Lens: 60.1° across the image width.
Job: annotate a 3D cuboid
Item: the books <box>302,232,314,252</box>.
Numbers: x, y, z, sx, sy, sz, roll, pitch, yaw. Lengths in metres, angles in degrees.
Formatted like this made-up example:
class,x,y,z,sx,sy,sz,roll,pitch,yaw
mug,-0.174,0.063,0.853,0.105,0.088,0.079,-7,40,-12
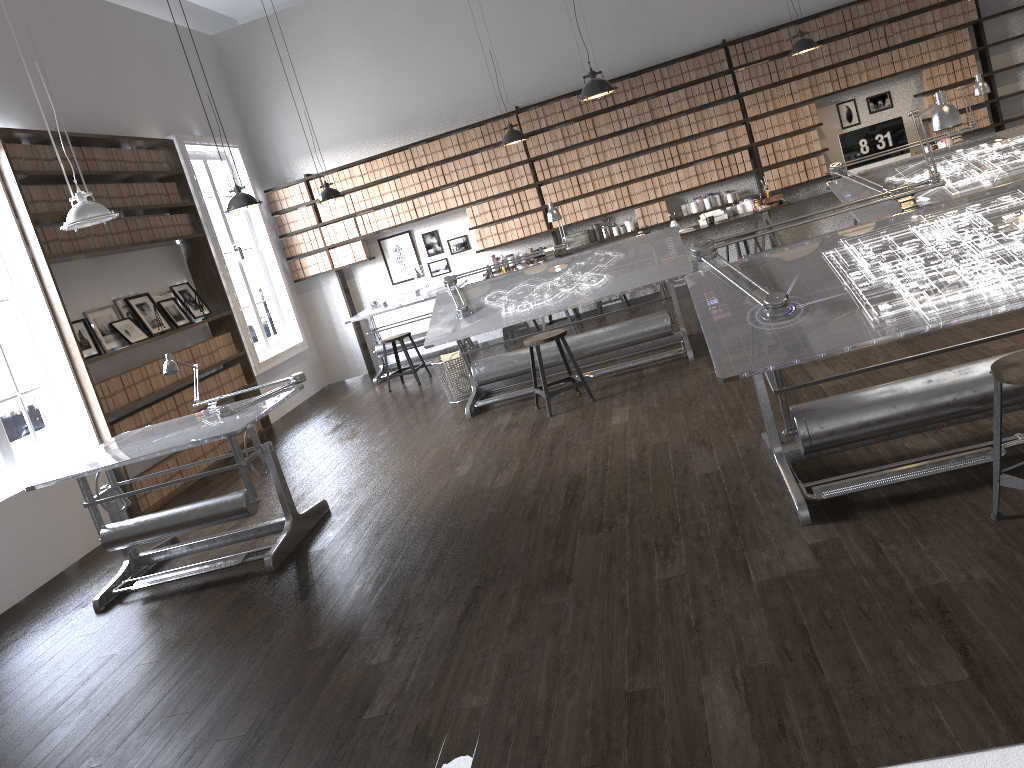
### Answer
class,x,y,z,sx,sy,sz,roll,pitch,yaw
books,-2.386,-1.686,10.465,0.066,0.224,0.176,-15,9,11

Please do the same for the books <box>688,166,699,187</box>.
class,x,y,z,sx,sy,sz,roll,pitch,yaw
books,1.999,-2.285,9.747,0.067,0.224,0.176,-15,9,11

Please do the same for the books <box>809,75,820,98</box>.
class,x,y,z,sx,sy,sz,roll,pitch,yaw
books,3.199,-3.159,9.424,0.066,0.224,0.176,-15,9,11

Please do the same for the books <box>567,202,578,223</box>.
class,x,y,z,sx,sy,sz,roll,pitch,yaw
books,0.683,-1.939,9.997,0.066,0.224,0.176,-15,9,11

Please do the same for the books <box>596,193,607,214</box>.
class,x,y,z,sx,sy,sz,roll,pitch,yaw
books,1.005,-2.024,9.938,0.066,0.224,0.176,-15,9,11

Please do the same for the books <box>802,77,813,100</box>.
class,x,y,z,sx,sy,sz,roll,pitch,yaw
books,3.134,-3.140,9.430,0.067,0.224,0.176,-15,9,11

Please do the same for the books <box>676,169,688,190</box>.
class,x,y,z,sx,sy,sz,roll,pitch,yaw
books,1.876,-2.253,9.773,0.066,0.224,0.176,-15,9,11

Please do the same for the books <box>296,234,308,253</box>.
class,x,y,z,sx,sy,sz,roll,pitch,yaw
books,-2.454,-1.667,10.473,0.066,0.224,0.176,-15,9,11

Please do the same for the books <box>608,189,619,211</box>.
class,x,y,z,sx,sy,sz,roll,pitch,yaw
books,1.139,-2.059,9.909,0.066,0.224,0.176,-15,9,11

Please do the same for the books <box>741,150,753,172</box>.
class,x,y,z,sx,sy,sz,roll,pitch,yaw
books,2.553,-2.432,9.647,0.066,0.224,0.176,-15,9,11

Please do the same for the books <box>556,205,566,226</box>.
class,x,y,z,sx,sy,sz,roll,pitch,yaw
books,0.550,-1.903,10.020,0.066,0.224,0.176,-15,9,11

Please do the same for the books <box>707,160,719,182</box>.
class,x,y,z,sx,sy,sz,roll,pitch,yaw
books,2.198,-2.338,9.711,0.066,0.224,0.176,-15,9,11

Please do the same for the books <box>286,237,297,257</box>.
class,x,y,z,sx,sy,sz,roll,pitch,yaw
books,-2.588,-1.633,10.502,0.066,0.224,0.176,-15,9,11

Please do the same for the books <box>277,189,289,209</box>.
class,x,y,z,sx,sy,sz,roll,pitch,yaw
books,-2.663,-2.172,10.407,0.066,0.224,0.176,-15,9,11

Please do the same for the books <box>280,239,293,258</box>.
class,x,y,z,sx,sy,sz,roll,pitch,yaw
books,-2.653,-1.615,10.508,0.067,0.224,0.176,-15,9,11

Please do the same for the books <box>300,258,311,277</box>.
class,x,y,z,sx,sy,sz,roll,pitch,yaw
books,-2.426,-1.394,10.526,0.066,0.224,0.176,-15,9,11

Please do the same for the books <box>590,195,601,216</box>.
class,x,y,z,sx,sy,sz,roll,pitch,yaw
books,0.940,-2.006,9.944,0.067,0.224,0.176,-15,9,11

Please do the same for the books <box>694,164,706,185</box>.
class,x,y,z,sx,sy,sz,roll,pitch,yaw
books,2.064,-2.303,9.740,0.066,0.224,0.176,-15,9,11

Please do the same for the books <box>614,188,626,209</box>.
class,x,y,z,sx,sy,sz,roll,pitch,yaw
books,1.207,-2.077,9.901,0.066,0.224,0.176,-15,9,11

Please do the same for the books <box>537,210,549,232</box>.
class,x,y,z,sx,sy,sz,roll,pitch,yaw
books,0.355,-1.851,10.054,0.067,0.224,0.176,-15,9,11

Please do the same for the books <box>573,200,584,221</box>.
class,x,y,z,sx,sy,sz,roll,pitch,yaw
books,0.749,-1.955,9.981,0.067,0.224,0.176,-15,9,11

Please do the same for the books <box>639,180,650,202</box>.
class,x,y,z,sx,sy,sz,roll,pitch,yaw
books,1.470,-2.145,9.845,0.067,0.224,0.176,-15,9,11

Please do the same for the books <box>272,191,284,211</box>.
class,x,y,z,sx,sy,sz,roll,pitch,yaw
books,-2.732,-2.154,10.416,0.066,0.224,0.176,-15,9,11

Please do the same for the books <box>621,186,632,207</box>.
class,x,y,z,sx,sy,sz,roll,pitch,yaw
books,1.278,-2.095,9.882,0.067,0.224,0.176,-15,9,11

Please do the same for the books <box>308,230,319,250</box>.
class,x,y,z,sx,sy,sz,roll,pitch,yaw
books,-2.315,-1.704,10.446,0.067,0.224,0.176,-15,9,11

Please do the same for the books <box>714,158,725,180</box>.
class,x,y,z,sx,sy,sz,roll,pitch,yaw
books,2.266,-2.357,9.703,0.066,0.224,0.176,-15,9,11

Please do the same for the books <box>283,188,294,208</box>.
class,x,y,z,sx,sy,sz,roll,pitch,yaw
books,-2.596,-2.191,10.398,0.066,0.224,0.176,-15,9,11

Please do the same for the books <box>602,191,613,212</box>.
class,x,y,z,sx,sy,sz,roll,pitch,yaw
books,1.073,-2.042,9.925,0.066,0.224,0.176,-15,9,11

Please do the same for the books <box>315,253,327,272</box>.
class,x,y,z,sx,sy,sz,roll,pitch,yaw
books,-2.236,-1.443,10.483,0.066,0.224,0.176,-15,9,11

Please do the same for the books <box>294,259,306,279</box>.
class,x,y,z,sx,sy,sz,roll,pitch,yaw
books,-2.497,-1.374,10.533,0.067,0.224,0.176,-15,9,11

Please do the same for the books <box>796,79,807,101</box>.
class,x,y,z,sx,sy,sz,roll,pitch,yaw
books,3.071,-3.125,9.446,0.066,0.224,0.176,-15,9,11

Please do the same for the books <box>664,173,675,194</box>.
class,x,y,z,sx,sy,sz,roll,pitch,yaw
books,1.741,-2.218,9.800,0.066,0.224,0.176,-15,9,11

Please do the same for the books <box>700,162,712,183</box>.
class,x,y,z,sx,sy,sz,roll,pitch,yaw
books,2.131,-2.321,9.728,0.066,0.224,0.176,-15,9,11

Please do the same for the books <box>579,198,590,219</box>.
class,x,y,z,sx,sy,sz,roll,pitch,yaw
books,0.818,-1.974,9.970,0.066,0.224,0.176,-15,9,11

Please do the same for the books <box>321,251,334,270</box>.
class,x,y,z,sx,sy,sz,roll,pitch,yaw
books,-2.167,-1.462,10.474,0.066,0.224,0.176,-15,9,11

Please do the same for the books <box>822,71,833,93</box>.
class,x,y,z,sx,sy,sz,roll,pitch,yaw
books,3.333,-3.193,9.394,0.066,0.224,0.176,-15,9,11

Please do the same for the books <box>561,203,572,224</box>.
class,x,y,z,sx,sy,sz,roll,pitch,yaw
books,0.617,-1.922,10.011,0.066,0.224,0.176,-15,9,11

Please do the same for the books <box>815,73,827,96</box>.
class,x,y,z,sx,sy,sz,roll,pitch,yaw
books,3.266,-3.176,9.411,0.066,0.224,0.176,-15,9,11

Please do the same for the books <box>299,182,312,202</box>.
class,x,y,z,sx,sy,sz,roll,pitch,yaw
books,-2.395,-2.243,10.357,0.066,0.224,0.176,-15,9,11

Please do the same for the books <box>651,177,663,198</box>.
class,x,y,z,sx,sy,sz,roll,pitch,yaw
books,1.608,-2.183,9.823,0.066,0.224,0.176,-15,9,11

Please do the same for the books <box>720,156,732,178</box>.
class,x,y,z,sx,sy,sz,roll,pitch,yaw
books,2.336,-2.374,9.685,0.067,0.224,0.176,-15,9,11

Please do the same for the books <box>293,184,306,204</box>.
class,x,y,z,sx,sy,sz,roll,pitch,yaw
books,-2.464,-2.225,10.368,0.067,0.224,0.176,-15,9,11

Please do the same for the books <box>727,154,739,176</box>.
class,x,y,z,sx,sy,sz,roll,pitch,yaw
books,2.407,-2.394,9.677,0.066,0.224,0.176,-15,9,11

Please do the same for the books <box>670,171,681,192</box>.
class,x,y,z,sx,sy,sz,roll,pitch,yaw
books,1.807,-2.235,9.784,0.067,0.224,0.176,-15,9,11

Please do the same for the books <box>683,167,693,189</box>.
class,x,y,z,sx,sy,sz,roll,pitch,yaw
books,1.936,-2.269,9.763,0.066,0.224,0.176,-15,9,11

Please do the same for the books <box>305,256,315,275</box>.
class,x,y,z,sx,sy,sz,roll,pitch,yaw
books,-2.364,-1.410,10.512,0.066,0.224,0.176,-15,9,11

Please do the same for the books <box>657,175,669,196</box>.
class,x,y,z,sx,sy,sz,roll,pitch,yaw
books,1.675,-2.201,9.814,0.066,0.224,0.176,-15,9,11

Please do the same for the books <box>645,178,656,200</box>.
class,x,y,z,sx,sy,sz,roll,pitch,yaw
books,1.539,-2.164,9.832,0.066,0.224,0.176,-15,9,11

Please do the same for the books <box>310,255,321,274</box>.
class,x,y,z,sx,sy,sz,roll,pitch,yaw
books,-2.305,-1.425,10.496,0.067,0.224,0.176,-15,9,11

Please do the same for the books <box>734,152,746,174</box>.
class,x,y,z,sx,sy,sz,roll,pitch,yaw
books,2.478,-2.412,9.658,0.067,0.224,0.176,-15,9,11

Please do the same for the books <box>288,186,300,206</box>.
class,x,y,z,sx,sy,sz,roll,pitch,yaw
books,-2.530,-2.208,10.384,0.066,0.224,0.176,-15,9,11

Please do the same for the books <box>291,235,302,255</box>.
class,x,y,z,sx,sy,sz,roll,pitch,yaw
books,-2.521,-1.651,10.489,0.066,0.224,0.176,-15,9,11

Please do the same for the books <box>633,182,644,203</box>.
class,x,y,z,sx,sy,sz,roll,pitch,yaw
books,1.411,-2.131,9.860,0.066,0.224,0.176,-15,9,11

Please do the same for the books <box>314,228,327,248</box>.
class,x,y,z,sx,sy,sz,roll,pitch,yaw
books,-2.244,-1.724,10.438,0.066,0.224,0.176,-15,9,11

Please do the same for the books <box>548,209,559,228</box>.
class,x,y,z,sx,sy,sz,roll,pitch,yaw
books,0.481,-1.884,10.029,0.066,0.224,0.176,-15,9,11

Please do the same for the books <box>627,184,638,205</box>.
class,x,y,z,sx,sy,sz,roll,pitch,yaw
books,1.349,-2.115,9.874,0.066,0.224,0.176,-15,9,11

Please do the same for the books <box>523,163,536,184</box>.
class,x,y,z,sx,sy,sz,roll,pitch,yaw
books,0.200,-2.368,9.983,0.066,0.224,0.176,-15,9,11

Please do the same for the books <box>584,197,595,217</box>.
class,x,y,z,sx,sy,sz,roll,pitch,yaw
books,0.878,-1.990,9.960,0.066,0.224,0.176,-15,9,11
